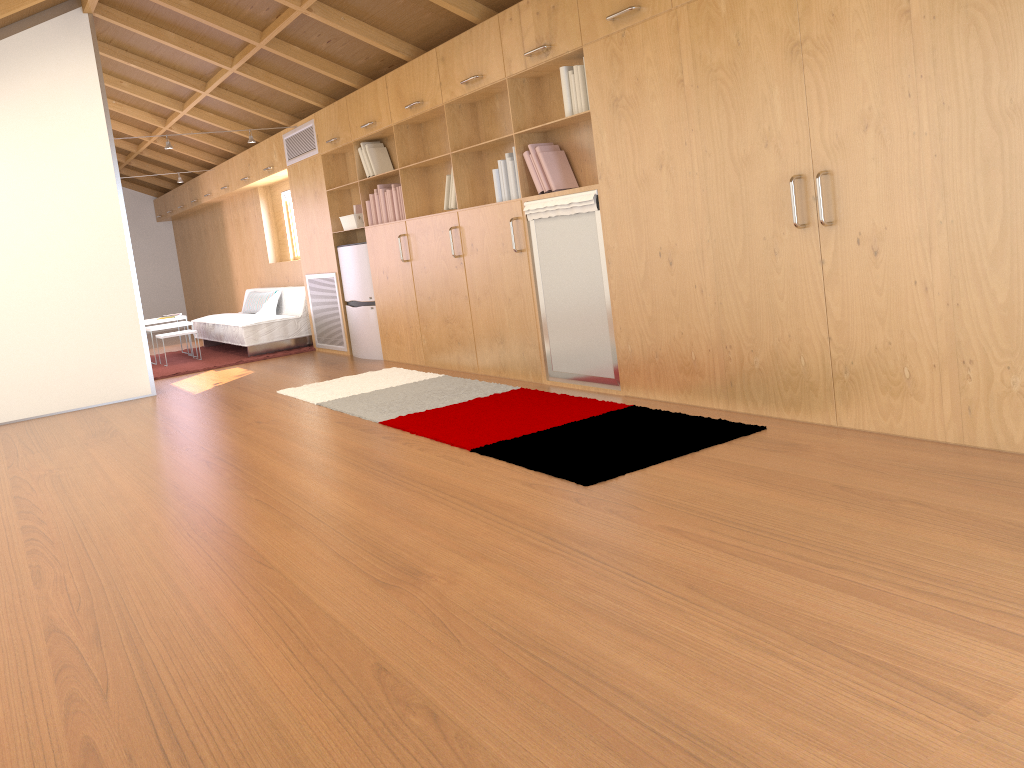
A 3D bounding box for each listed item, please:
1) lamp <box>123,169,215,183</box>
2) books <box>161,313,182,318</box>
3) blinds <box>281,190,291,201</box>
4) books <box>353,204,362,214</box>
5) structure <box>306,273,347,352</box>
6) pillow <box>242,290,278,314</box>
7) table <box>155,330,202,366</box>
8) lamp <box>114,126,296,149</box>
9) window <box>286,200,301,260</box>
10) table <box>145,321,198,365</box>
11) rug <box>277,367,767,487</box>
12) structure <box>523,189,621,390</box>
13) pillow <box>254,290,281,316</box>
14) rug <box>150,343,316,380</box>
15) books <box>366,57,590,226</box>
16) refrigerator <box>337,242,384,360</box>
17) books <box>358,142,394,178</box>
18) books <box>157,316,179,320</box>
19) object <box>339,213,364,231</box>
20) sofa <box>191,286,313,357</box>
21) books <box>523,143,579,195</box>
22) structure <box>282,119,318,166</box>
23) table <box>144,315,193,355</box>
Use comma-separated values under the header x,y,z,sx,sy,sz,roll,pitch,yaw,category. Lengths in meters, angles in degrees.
x,y,z,sx,sy,sz,roll,pitch,yaw,category
-5.282,-2.216,9.956,3.855,0.151,0.073,-13,8,-31,lamp
-3.766,-0.759,9.788,0.193,0.016,0.153,-9,10,-11,books
-2.242,-2.084,9.501,0.048,0.110,1.501,-11,10,-30,blinds
-1.261,-1.427,7.490,0.151,0.191,0.088,-12,7,-31,books
-1.755,-0.682,8.331,0.013,0.715,0.821,-11,8,-30,structure
-2.886,-0.928,10.098,0.172,0.249,1.044,-11,10,-30,pillow
-3.428,-0.373,9.088,0.344,0.306,0.370,-12,9,-30,table
-3.614,-1.956,7.234,3.855,0.151,0.073,-13,8,-31,lamp
-2.156,-1.761,9.559,0.036,0.784,1.500,-11,9,-30,window
-3.642,-0.443,9.426,0.427,0.380,0.460,-12,9,-30,table
-0.318,0.123,4.954,0.923,0.011,3.731,-13,11,-30,rug
0.435,-0.536,4.968,0.318,1.070,0.727,-11,8,-30,structure
-2.626,-0.864,9.526,0.345,0.250,0.270,-4,9,23,pillow
-3.159,-0.306,9.485,1.898,0.020,2.487,-13,11,-30,rug
-0.319,-1.499,5.890,0.190,0.652,3.116,-11,10,-30,books
-1.244,-0.729,7.645,0.263,0.979,0.715,-11,8,-30,refrigerator
-1.098,-1.808,7.116,0.177,0.294,0.280,-11,8,-30,books
-3.772,-0.727,9.704,0.193,0.016,0.154,-7,10,-1,books
-1.323,-1.395,7.598,0.204,0.121,0.350,-12,11,-30,object
-2.872,-0.711,9.783,0.868,0.623,2.360,-12,11,-30,sofa
0.216,-1.244,5.083,0.177,0.294,0.280,-11,8,-30,books
-1.967,-2.231,8.204,0.013,0.298,0.905,-11,10,-30,structure
-3.887,-0.507,9.817,0.488,0.435,0.526,-12,9,-30,table
